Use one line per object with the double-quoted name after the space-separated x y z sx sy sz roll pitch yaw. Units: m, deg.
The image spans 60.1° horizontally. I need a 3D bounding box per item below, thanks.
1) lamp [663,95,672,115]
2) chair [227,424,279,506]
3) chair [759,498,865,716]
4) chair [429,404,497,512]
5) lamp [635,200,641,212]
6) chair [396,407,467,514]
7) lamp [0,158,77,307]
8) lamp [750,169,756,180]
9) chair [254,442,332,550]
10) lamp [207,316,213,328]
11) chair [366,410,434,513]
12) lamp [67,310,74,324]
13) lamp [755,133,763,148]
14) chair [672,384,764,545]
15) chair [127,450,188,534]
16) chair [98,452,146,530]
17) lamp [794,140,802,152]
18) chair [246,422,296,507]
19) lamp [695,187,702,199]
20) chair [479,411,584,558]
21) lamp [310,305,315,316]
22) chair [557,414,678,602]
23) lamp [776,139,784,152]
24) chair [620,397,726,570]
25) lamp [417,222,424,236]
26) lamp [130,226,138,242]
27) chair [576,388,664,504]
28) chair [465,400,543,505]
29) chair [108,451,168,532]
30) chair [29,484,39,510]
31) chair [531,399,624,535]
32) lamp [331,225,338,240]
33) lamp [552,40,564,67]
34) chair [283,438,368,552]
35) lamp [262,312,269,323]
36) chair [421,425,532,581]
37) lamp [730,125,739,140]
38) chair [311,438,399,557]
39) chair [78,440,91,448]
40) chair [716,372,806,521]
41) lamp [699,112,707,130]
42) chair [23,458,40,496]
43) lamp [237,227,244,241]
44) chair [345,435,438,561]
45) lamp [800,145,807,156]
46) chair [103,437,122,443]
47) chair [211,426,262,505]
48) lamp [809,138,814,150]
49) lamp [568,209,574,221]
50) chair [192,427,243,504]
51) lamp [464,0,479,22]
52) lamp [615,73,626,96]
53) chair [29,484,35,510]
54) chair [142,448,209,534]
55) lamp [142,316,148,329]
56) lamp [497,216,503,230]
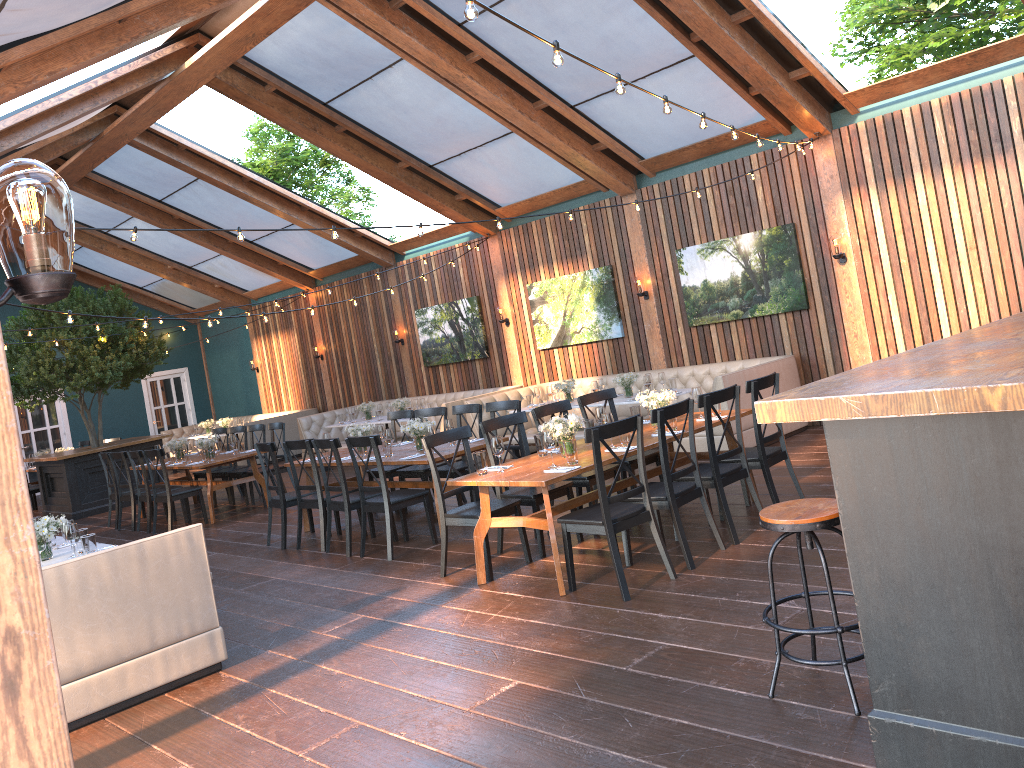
0.935 -1.691 5.360 0.056 0.121 0.056 -10 0 -17 "lamp"
-3.584 1.096 12.084 0.542 1.021 0.474 -10 0 -43 "chair"
1.249 0.869 3.599 0.465 0.735 0.470 -10 1 34 "chair"
-0.513 0.743 8.794 0.542 1.021 0.475 -10 0 -38 "chair"
1.227 -1.745 8.661 0.056 0.121 0.056 -10 0 -9 "lamp"
-0.892 0.787 9.200 0.474 1.021 0.542 -10 0 42 "chair"
-0.884 -0.253 1.609 0.179 0.320 0.145 -10 0 -43 "lamp"
2.537 -2.204 9.324 0.056 0.118 0.066 -10 0 -14 "lamp"
-2.176 1.037 8.728 0.542 1.021 0.475 -10 0 -35 "chair"
-3.031 -0.625 8.867 0.057 0.121 0.056 -10 0 -44 "lamp"
-1.272 0.830 9.607 0.542 1.021 0.474 -10 0 -43 "chair"
-3.763 -0.569 7.527 0.056 0.120 0.057 -10 0 44 "lamp"
2.052 -2.021 7.346 0.056 0.120 0.056 -10 0 7 "lamp"
1.392 0.553 6.244 0.480 1.021 0.536 -10 0 -43 "chair"
-4.498 1.304 11.205 0.542 1.021 0.474 -10 0 -40 "chair"
-5.248 1.390 12.025 0.542 1.021 0.475 -10 0 -38 "chair"
2.798 -2.329 8.645 0.061 0.119 0.056 -10 0 -27 "lamp"
-3.205 1.052 11.678 0.542 1.021 0.475 -10 0 -38 "chair"
1.893 -1.942 8.993 0.056 0.121 0.056 -10 0 -27 "lamp"
0.137 0.742 6.772 0.480 1.021 0.536 -10 0 -43 "chair"
-2.303 -0.847 10.199 0.056 0.120 0.056 -10 0 -24 "lamp"
0.590 0.736 5.473 0.480 1.021 0.536 -10 0 -38 "chair"
2.422 -2.162 8.004 0.059 0.119 0.056 -10 0 0 "lamp"
0.990 0.644 5.858 0.536 1.021 0.480 -10 0 42 "chair"
-0.797 -1.336 7.646 0.056 0.120 0.057 -10 0 41 "lamp"
-2.833 -1.123 6.635 0.075 0.114 0.056 -10 0 2 "lamp"
0.940 0.560 7.544 0.480 1.021 0.536 -10 0 -43 "chair"
-0.134 0.700 8.388 0.542 1.021 0.474 -10 0 -43 "chair"
-4.895 1.352 11.595 0.474 1.021 0.542 -10 0 42 "chair"
-8.640 1.781 15.634 0.474 1.021 0.542 -10 0 42 "chair"
0.539 0.651 7.158 0.536 1.021 0.480 -10 0 42 "chair"
-1.469 -1.248 7.305 0.057 0.121 0.056 -10 0 -29 "lamp"
0.203 -1.505 4.033 0.056 0.121 0.056 -10 0 -27 "lamp"
-1.771 0.988 8.337 0.474 1.021 0.542 -10 0 44 "chair"
-2.655 -0.721 9.532 0.057 0.120 0.056 -10 0 -38 "lamp"
-0.264 0.834 6.387 0.536 1.021 0.480 -10 0 42 "chair"
1.680 -1.901 6.686 0.056 0.120 0.056 -10 0 3 "lamp"
-1.420 0.950 7.922 0.542 1.021 0.475 -10 0 -38 "chair"
-8.479 1.658 17.330 0.474 1.021 0.542 -10 0 42 "chair"
1.792 0.462 6.629 0.536 1.021 0.480 -10 0 42 "chair"
1.295 -1.791 6.025 0.057 0.120 0.056 -10 0 -37 "lamp"
-8.226 1.729 15.261 0.542 1.021 0.474 -10 0 -43 "chair"
-2.138 -1.181 6.955 0.056 0.120 0.056 -10 0 23 "lamp"
-1.036 0.905 7.520 0.542 1.021 0.474 -10 0 -43 "chair"
3.165 -2.542 9.625 0.065 0.118 0.056 -10 0 7 "lamp"
-7.344 1.529 16.085 0.475 1.021 0.542 -10 0 30 "chair"
-3.963 1.140 12.490 0.474 1.021 0.542 -10 0 42 "chair"
3.146 -2.527 9.308 0.056 0.120 0.056 -10 0 8 "lamp"
0.551 -1.591 8.334 0.059 0.119 0.057 -10 0 26 "lamp"
-4.342 1.183 12.897 0.542 1.021 0.474 -10 0 -43 "chair"
-0.160 -1.438 3.361 0.056 0.121 0.057 -10 0 40 "lamp"
0.569 -1.592 4.697 0.056 0.121 0.056 -10 0 -24 "lamp"
-9.030 1.826 16.029 0.542 1.021 0.475 -10 0 -38 "chair"
-4.119 1.261 10.799 0.474 1.021 0.542 -10 0 42 "chair"
-3.402 -0.570 8.195 0.056 0.120 0.056 -10 0 7 "lamp"
-0.114 -1.453 7.990 0.056 0.121 0.056 -10 0 15 "lamp"
